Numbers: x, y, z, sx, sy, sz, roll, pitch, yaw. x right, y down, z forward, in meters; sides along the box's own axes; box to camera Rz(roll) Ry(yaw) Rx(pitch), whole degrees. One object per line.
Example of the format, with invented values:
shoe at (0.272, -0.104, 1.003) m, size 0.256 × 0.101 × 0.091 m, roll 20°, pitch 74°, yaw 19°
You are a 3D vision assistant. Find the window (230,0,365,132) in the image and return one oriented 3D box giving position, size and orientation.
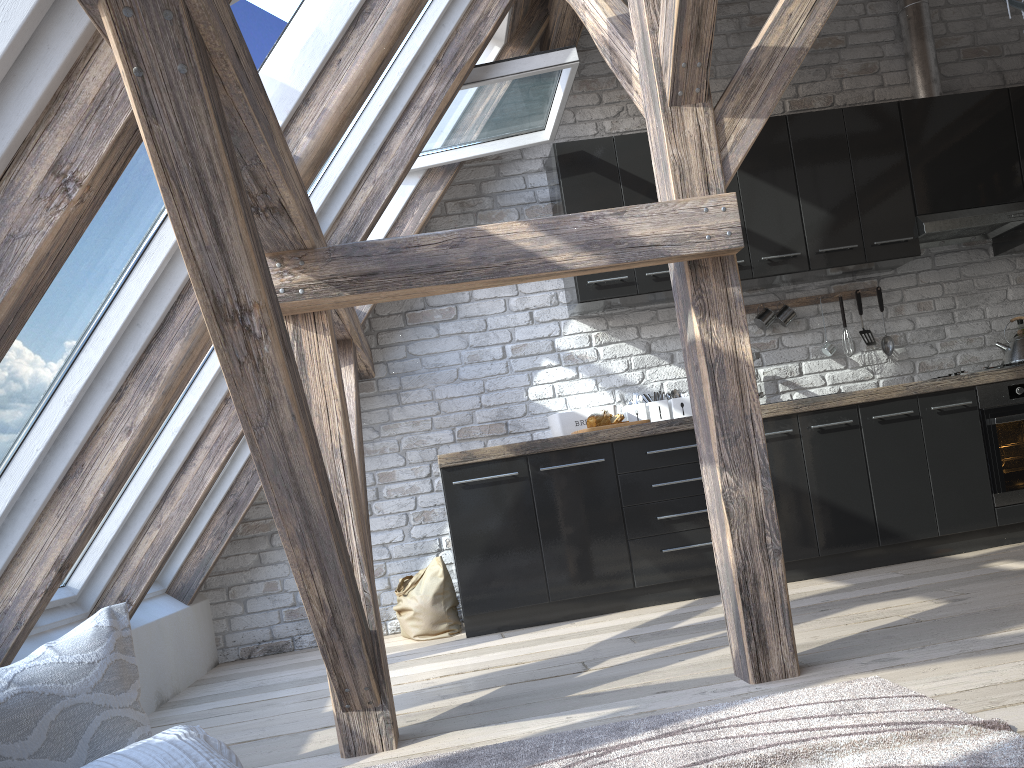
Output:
window at (-0.332, -1.345, 1.970) m, size 1.403 × 1.272 × 0.860 m, roll -9°, pitch -2°, yaw -5°

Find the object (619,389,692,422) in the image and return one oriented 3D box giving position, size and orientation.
object at (0.759, 0.122, 4.587) m, size 0.404 × 0.200 × 0.148 m, roll -9°, pitch -3°, yaw -4°

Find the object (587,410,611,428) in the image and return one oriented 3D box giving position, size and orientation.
object at (0.409, 0.169, 4.186) m, size 0.089 × 0.087 × 0.087 m, roll -7°, pitch -4°, yaw -28°

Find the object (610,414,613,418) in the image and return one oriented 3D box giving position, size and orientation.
object at (0.456, 0.181, 4.264) m, size 0.074 × 0.067 × 0.080 m, roll -6°, pitch -5°, yaw -34°

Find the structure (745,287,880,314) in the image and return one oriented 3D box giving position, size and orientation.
structure at (1.526, -0.441, 4.706) m, size 0.930 × 0.046 × 0.082 m, roll -8°, pitch -5°, yaw -5°

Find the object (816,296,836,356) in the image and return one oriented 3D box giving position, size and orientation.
object at (1.675, -0.309, 4.707) m, size 0.071 × 0.325 × 0.066 m, roll -9°, pitch 0°, yaw -6°

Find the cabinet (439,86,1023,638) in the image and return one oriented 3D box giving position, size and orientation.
cabinet at (1.713, -0.441, 3.716) m, size 4.207 × 2.501 × 2.107 m, roll -9°, pitch -3°, yaw -5°

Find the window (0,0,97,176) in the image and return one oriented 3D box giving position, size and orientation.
window at (-0.999, -0.163, 0.970) m, size 1.094 × 1.272 × 0.860 m, roll -9°, pitch -2°, yaw -5°

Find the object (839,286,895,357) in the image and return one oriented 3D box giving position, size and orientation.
object at (1.890, -0.322, 4.694) m, size 0.282 × 0.380 × 0.070 m, roll -9°, pitch 0°, yaw -5°

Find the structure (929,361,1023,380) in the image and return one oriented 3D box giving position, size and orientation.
structure at (2.485, -0.070, 4.532) m, size 0.604 × 0.031 × 0.501 m, roll -8°, pitch -7°, yaw -5°

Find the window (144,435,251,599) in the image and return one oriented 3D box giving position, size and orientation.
window at (-1.238, 0.220, 3.720) m, size 1.094 × 1.272 × 0.860 m, roll -9°, pitch -2°, yaw -5°

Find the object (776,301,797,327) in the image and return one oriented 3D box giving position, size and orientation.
object at (1.453, -0.371, 4.676) m, size 0.118 × 0.139 × 0.093 m, roll -10°, pitch -2°, yaw 11°

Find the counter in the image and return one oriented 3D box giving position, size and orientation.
counter at (1.648, 0.394, 3.628) m, size 3.805 × 0.849 × 2.262 m, roll -8°, pitch -6°, yaw -5°

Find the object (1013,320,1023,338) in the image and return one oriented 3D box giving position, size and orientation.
object at (2.802, -0.216, 4.790) m, size 0.089 × 0.282 × 0.082 m, roll -9°, pitch -1°, yaw -10°

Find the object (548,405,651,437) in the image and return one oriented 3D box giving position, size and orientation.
object at (0.421, 0.181, 4.364) m, size 0.379 × 0.133 × 0.597 m, roll -7°, pitch -7°, yaw -17°

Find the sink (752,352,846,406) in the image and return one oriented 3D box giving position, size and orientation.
sink at (1.306, 0.086, 4.426) m, size 0.525 × 0.513 × 0.518 m, roll -9°, pitch -4°, yaw -6°

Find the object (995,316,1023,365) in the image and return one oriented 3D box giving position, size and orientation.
object at (2.601, -0.228, 4.493) m, size 0.221 × 0.234 × 0.224 m, roll -8°, pitch -3°, yaw -16°

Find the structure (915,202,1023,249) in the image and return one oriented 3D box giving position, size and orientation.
structure at (2.354, -0.830, 4.640) m, size 0.598 × 0.103 × 0.372 m, roll -8°, pitch -7°, yaw -5°

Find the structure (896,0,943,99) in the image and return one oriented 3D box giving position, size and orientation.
structure at (2.555, -2.150, 4.770) m, size 0.981 × 1.281 × 0.170 m, roll -9°, pitch 0°, yaw -5°

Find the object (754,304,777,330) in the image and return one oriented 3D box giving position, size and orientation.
object at (1.344, -0.355, 4.675) m, size 0.117 × 0.139 × 0.093 m, roll -9°, pitch -2°, yaw -3°

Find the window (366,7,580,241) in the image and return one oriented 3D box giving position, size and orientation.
window at (-0.504, -1.088, 3.802) m, size 1.518 × 1.272 × 0.860 m, roll -9°, pitch -2°, yaw -5°

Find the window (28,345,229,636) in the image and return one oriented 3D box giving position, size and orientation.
window at (-1.158, 0.092, 2.803) m, size 1.094 × 1.272 × 0.860 m, roll -9°, pitch -2°, yaw -5°

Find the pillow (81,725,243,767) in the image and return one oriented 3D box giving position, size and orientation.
pillow at (-0.720, 0.863, 1.787) m, size 0.481 × 0.241 × 0.534 m, roll -13°, pitch -7°, yaw 36°

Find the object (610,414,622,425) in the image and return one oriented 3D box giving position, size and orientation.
object at (0.488, 0.174, 4.215) m, size 0.072 × 0.057 × 0.084 m, roll -7°, pitch -5°, yaw -30°

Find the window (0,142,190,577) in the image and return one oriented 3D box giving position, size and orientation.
window at (-1.079, -0.036, 1.887) m, size 1.094 × 1.272 × 0.860 m, roll -9°, pitch -2°, yaw -5°

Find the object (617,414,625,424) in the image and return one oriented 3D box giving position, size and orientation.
object at (0.506, 0.175, 4.237) m, size 0.072 × 0.055 × 0.084 m, roll -6°, pitch -6°, yaw -29°

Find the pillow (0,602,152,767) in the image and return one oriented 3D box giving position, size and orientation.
pillow at (-1.044, 0.753, 1.624) m, size 0.501 × 0.530 × 1.163 m, roll -9°, pitch -6°, yaw -1°

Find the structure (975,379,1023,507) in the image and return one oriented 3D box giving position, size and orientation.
structure at (2.544, 0.295, 4.512) m, size 0.586 × 0.587 × 0.588 m, roll -9°, pitch -4°, yaw -6°

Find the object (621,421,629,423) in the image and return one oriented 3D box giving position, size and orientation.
object at (0.532, 0.193, 4.256) m, size 0.068 × 0.017 × 0.078 m, roll -5°, pitch -8°, yaw -28°

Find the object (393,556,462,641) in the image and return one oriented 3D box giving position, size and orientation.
object at (-0.445, 1.044, 4.311) m, size 0.395 × 0.388 × 0.337 m, roll -10°, pitch -3°, yaw 20°

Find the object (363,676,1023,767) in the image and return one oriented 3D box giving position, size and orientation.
object at (-0.008, 0.676, 0.624) m, size 2.183 × 0.056 × 3.216 m, roll -8°, pitch -7°, yaw -5°

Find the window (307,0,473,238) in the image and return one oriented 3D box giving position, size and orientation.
window at (-0.363, -1.225, 2.891) m, size 1.094 × 1.272 × 0.860 m, roll -9°, pitch -2°, yaw -5°

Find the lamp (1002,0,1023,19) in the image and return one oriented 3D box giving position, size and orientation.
lamp at (0.728, -1.389, 1.134) m, size 0.404 × 1.889 × 0.404 m, roll -9°, pitch 0°, yaw 36°
